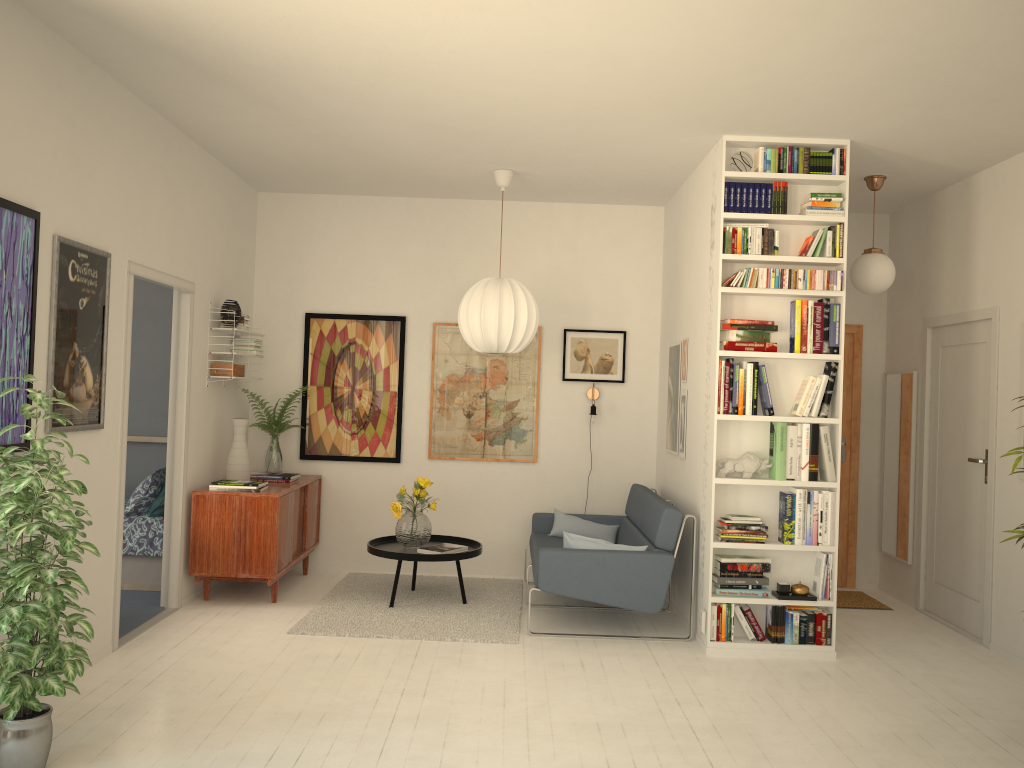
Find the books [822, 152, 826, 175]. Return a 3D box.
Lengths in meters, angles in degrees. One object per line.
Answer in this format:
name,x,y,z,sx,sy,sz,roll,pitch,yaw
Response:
books,1.754,-1.237,5.052,0.017,0.130,0.150,2,-1,0

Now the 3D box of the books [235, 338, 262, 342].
books,-1.911,-0.318,6.436,0.147,0.016,0.195,2,0,-3

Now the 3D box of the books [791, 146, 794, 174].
books,1.578,-1.256,5.088,0.012,0.158,0.220,2,-1,0

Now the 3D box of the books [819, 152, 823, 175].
books,1.737,-1.238,5.052,0.017,0.130,0.150,2,-1,0

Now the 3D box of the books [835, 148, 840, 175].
books,1.831,-1.246,5.089,0.020,0.156,0.229,2,-1,0

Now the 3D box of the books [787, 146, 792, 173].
books,1.560,-1.257,5.093,0.024,0.156,0.227,2,-1,0

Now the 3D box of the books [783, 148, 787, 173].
books,1.536,-1.254,5.085,0.024,0.148,0.188,2,-1,0

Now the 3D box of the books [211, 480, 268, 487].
books,-1.754,0.639,5.718,0.311,0.015,0.192,2,0,3

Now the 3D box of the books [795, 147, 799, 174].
books,1.607,-1.253,5.084,0.009,0.151,0.208,2,-1,0

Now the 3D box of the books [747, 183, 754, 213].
books,1.344,-1.043,5.082,0.034,0.179,0.188,2,-1,0

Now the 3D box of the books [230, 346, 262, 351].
books,-1.924,-0.254,6.428,0.168,0.021,0.197,2,0,2

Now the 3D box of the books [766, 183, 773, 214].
books,1.449,-1.039,5.082,0.034,0.179,0.188,2,-1,0

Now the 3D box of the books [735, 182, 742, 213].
books,1.274,-1.045,5.082,0.034,0.179,0.188,2,-1,0

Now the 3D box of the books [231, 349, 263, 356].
books,-1.919,-0.225,6.436,0.179,0.038,0.190,2,0,-1

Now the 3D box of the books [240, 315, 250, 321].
books,-1.903,-0.459,6.123,0.178,0.036,0.145,2,0,-7

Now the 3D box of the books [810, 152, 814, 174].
books,1.684,-1.239,5.052,0.017,0.130,0.150,2,-1,0

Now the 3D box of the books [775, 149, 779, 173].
books,1.488,-1.252,5.088,0.018,0.141,0.206,2,-1,0

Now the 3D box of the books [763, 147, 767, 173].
books,1.425,-1.257,5.084,0.013,0.146,0.208,2,-1,0

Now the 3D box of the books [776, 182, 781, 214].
books,1.499,-1.043,5.090,0.020,0.191,0.205,2,-1,0

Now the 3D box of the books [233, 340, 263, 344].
books,-1.917,-0.304,6.437,0.153,0.013,0.197,2,0,2

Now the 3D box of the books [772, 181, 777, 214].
books,1.479,-1.043,5.093,0.020,0.191,0.205,2,-1,0

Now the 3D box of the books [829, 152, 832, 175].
books,1.789,-1.236,5.052,0.017,0.130,0.150,2,-1,0

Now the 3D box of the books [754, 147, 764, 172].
books,1.405,-1.259,5.067,0.026,0.149,0.155,2,-1,0

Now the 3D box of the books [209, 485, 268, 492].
books,-1.757,0.671,5.718,0.320,0.020,0.237,2,0,-4

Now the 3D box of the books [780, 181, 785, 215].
books,1.520,-1.042,5.081,0.020,0.191,0.205,2,-1,0

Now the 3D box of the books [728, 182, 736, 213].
books,1.239,-1.047,5.082,0.034,0.179,0.188,2,-1,0

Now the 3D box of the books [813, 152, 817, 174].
books,1.701,-1.239,5.052,0.017,0.130,0.150,2,-1,0

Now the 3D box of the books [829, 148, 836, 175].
books,1.809,-1.245,5.051,0.019,0.157,0.150,2,-1,0

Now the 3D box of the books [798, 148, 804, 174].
books,1.627,-1.253,5.095,0.032,0.154,0.212,2,-1,0

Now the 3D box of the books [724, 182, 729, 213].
books,1.204,-1.048,5.082,0.034,0.179,0.188,2,-1,0

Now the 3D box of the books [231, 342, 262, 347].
books,-1.920,-0.287,6.430,0.173,0.023,0.190,2,0,-1

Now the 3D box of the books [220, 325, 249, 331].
books,-1.916,-0.384,6.132,0.159,0.028,0.147,2,0,-3

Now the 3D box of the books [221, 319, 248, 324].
books,-1.916,-0.429,6.128,0.155,0.024,0.136,2,0,-7

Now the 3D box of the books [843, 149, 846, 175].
books,1.868,-1.244,5.108,0.014,0.154,0.260,2,-1,0

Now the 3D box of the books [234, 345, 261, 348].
books,-1.924,-0.270,6.445,0.147,0.012,0.195,2,0,-3

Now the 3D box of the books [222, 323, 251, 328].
books,-1.907,-0.407,6.135,0.158,0.019,0.131,2,0,2

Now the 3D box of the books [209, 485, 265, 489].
books,-1.765,0.654,5.718,0.296,0.015,0.240,2,0,-1

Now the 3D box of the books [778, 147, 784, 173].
books,1.511,-1.253,5.069,0.028,0.147,0.192,2,-1,0

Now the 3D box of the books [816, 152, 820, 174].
books,1.719,-1.238,5.052,0.017,0.130,0.150,2,-1,0

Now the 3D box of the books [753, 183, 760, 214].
books,1.379,-1.042,5.082,0.034,0.179,0.188,2,-1,0

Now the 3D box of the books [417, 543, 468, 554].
books,-0.453,1.085,5.811,0.200,0.031,0.289,2,-1,34

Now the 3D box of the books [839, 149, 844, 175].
books,1.852,-1.243,5.086,0.021,0.151,0.228,2,-1,0

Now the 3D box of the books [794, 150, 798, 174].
books,1.593,-1.246,5.077,0.019,0.137,0.201,2,-1,0

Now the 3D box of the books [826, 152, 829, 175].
books,1.772,-1.236,5.052,0.017,0.130,0.150,2,-1,0

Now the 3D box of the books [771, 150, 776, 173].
books,1.467,-1.248,5.101,0.025,0.131,0.253,2,-1,0

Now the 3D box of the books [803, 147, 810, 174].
books,1.659,-1.252,5.080,0.032,0.152,0.200,2,-1,0

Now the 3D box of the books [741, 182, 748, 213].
books,1.309,-1.044,5.082,0.034,0.179,0.188,2,-1,0

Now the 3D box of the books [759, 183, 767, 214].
books,1.414,-1.040,5.082,0.034,0.179,0.188,2,-1,0

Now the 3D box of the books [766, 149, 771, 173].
books,1.443,-1.252,5.059,0.023,0.137,0.161,2,-1,0
